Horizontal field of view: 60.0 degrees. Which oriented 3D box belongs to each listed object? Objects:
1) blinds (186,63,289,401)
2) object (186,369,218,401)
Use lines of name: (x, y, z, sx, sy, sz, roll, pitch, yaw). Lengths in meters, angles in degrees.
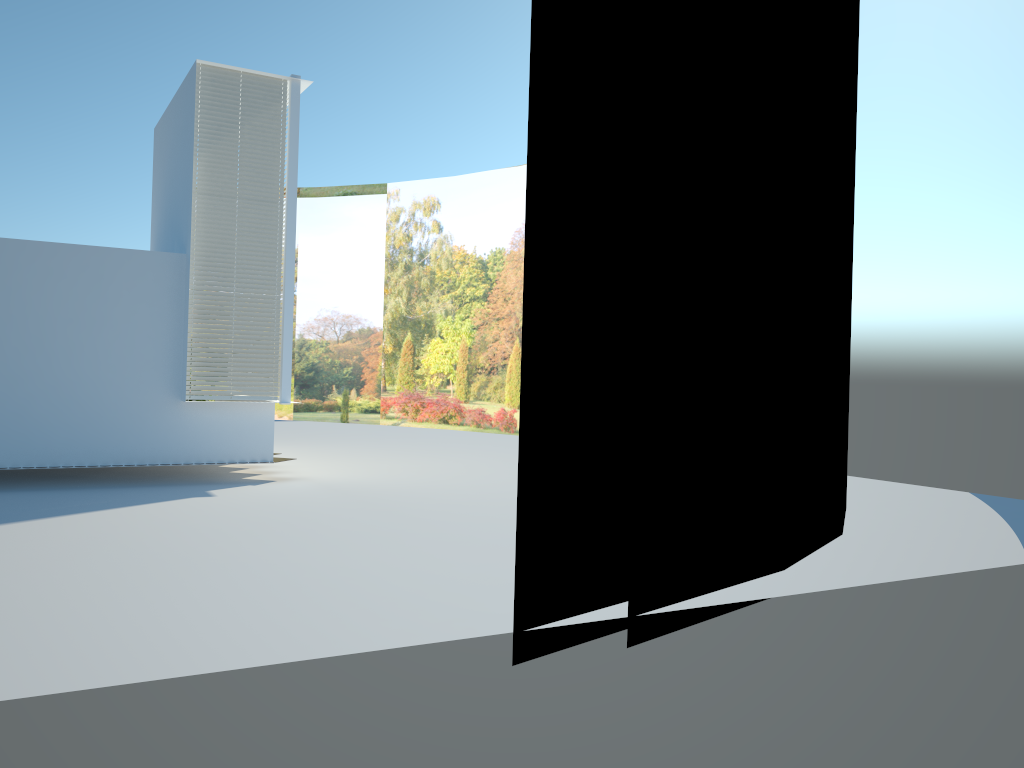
blinds: (-3.798, -1.939, 13.132, 1.219, 4.266, 3.918, 2, 0, -11)
object: (-5.131, 0.356, 13.825, 1.121, 1.199, 1.026, 2, 0, 39)
